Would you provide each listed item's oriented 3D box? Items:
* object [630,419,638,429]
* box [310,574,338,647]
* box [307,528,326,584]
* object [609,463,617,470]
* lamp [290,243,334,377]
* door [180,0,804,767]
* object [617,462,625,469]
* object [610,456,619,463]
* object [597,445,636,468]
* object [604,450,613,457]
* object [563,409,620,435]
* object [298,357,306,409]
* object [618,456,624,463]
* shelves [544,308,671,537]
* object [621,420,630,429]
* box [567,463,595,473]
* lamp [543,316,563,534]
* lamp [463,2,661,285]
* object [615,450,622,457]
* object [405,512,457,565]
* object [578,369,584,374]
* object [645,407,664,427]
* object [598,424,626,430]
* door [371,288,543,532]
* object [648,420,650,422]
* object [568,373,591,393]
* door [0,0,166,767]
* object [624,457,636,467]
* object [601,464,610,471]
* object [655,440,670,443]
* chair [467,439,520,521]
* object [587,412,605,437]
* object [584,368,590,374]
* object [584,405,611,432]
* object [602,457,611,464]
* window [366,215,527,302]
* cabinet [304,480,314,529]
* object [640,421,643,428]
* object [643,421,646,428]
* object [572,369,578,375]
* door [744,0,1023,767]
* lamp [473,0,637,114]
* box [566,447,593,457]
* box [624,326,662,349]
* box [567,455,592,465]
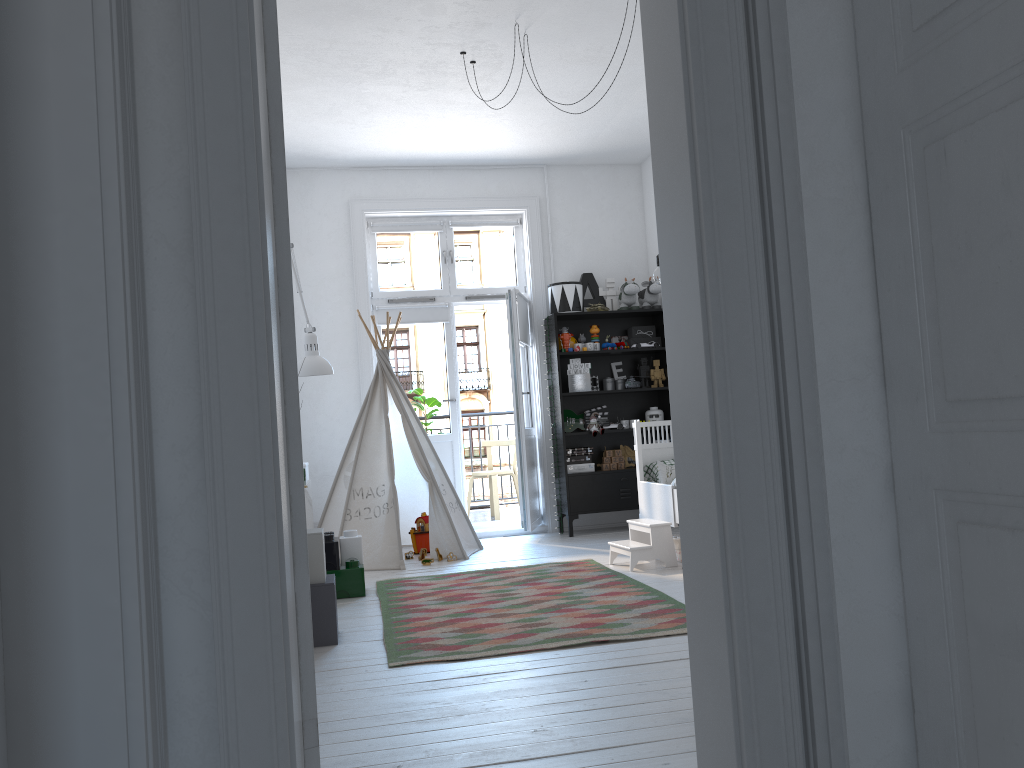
[{"bbox_3d":[0.944,0.309,6.838,0.067,0.067,0.067,-4,-3,3],"label":"object"},{"bbox_3d":[-0.861,0.951,3.695,0.254,0.259,0.251,-3,-3,-11],"label":"box"},{"bbox_3d":[-0.885,0.720,3.696,0.202,0.205,0.199,-3,-3,-11],"label":"box"},{"bbox_3d":[0.772,0.631,6.778,0.050,0.050,0.050,-4,-3,-6],"label":"object"},{"bbox_3d":[-1.096,-0.365,4.218,0.200,0.655,0.651,-5,-3,23],"label":"lamp"},{"bbox_3d":[-0.132,-0.148,2.055,1.022,2.176,1.041,-3,-3,-11],"label":"door"},{"bbox_3d":[0.837,0.627,6.790,0.050,0.050,0.050,-5,-3,19],"label":"object"},{"bbox_3d":[0.783,0.581,6.783,0.050,0.050,0.050,-3,-3,-11],"label":"object"},{"bbox_3d":[0.827,0.569,6.928,0.337,0.186,0.111,-4,-3,4],"label":"object"},{"bbox_3d":[0.739,0.534,6.790,0.050,0.050,0.050,-3,-3,-11],"label":"object"},{"bbox_3d":[0.622,0.305,6.965,0.542,0.239,0.093,-3,-3,-10],"label":"object"},{"bbox_3d":[-0.781,0.153,2.842,0.258,0.484,0.406,-3,-3,-12],"label":"object"},{"bbox_3d":[0.831,0.579,6.819,0.050,0.050,0.050,-3,-3,-11],"label":"object"},{"bbox_3d":[0.788,0.286,6.871,0.911,1.677,0.353,-3,-3,-11],"label":"shelves"},{"bbox_3d":[0.877,0.315,6.873,0.067,0.067,0.067,-4,-3,3],"label":"object"},{"bbox_3d":[0.510,0.644,6.818,0.215,0.062,0.179,-3,-3,-11],"label":"box"},{"bbox_3d":[0.751,0.288,6.929,0.985,1.683,0.095,-3,-3,-13],"label":"lamp"},{"bbox_3d":[0.210,-1.132,4.351,0.074,1.529,1.382,-2,-3,-36],"label":"lamp"},{"bbox_3d":[0.817,0.530,6.806,0.050,0.050,0.050,-4,-3,9],"label":"object"},{"bbox_3d":[-0.557,1.034,6.057,0.385,0.283,0.857,-3,-3,-19],"label":"object"},{"bbox_3d":[0.524,-0.094,6.745,0.040,0.040,0.040,-4,-3,4],"label":"object"},{"bbox_3d":[1.113,0.260,6.924,0.139,0.162,0.139,-2,-3,-36],"label":"object"},{"bbox_3d":[0.761,0.330,6.810,0.230,0.048,0.098,-5,-3,14],"label":"object"},{"bbox_3d":[-0.392,0.222,6.766,1.263,1.838,0.637,-3,-3,-9],"label":"door"},{"bbox_3d":[1.056,0.307,6.828,0.042,0.054,0.031,-6,-3,34],"label":"object"},{"bbox_3d":[0.517,-0.003,6.778,0.170,0.138,0.124,-4,-3,4],"label":"object"},{"bbox_3d":[-0.636,-0.173,0.929,0.261,2.176,0.982,-3,-3,-11],"label":"door"},{"bbox_3d":[0.962,0.594,7.042,0.347,0.120,0.034,-3,-3,-11],"label":"object"},{"bbox_3d":[0.714,0.634,6.767,0.050,0.050,0.050,-3,-3,-11],"label":"object"},{"bbox_3d":[1.171,0.536,6.905,0.132,0.199,0.267,-3,-3,-11],"label":"object"},{"bbox_3d":[-0.163,0.868,8.071,0.436,0.715,0.498,-6,-3,34],"label":"chair"},{"bbox_3d":[0.628,0.304,6.668,0.110,0.186,0.129,-3,-3,-24],"label":"object"},{"bbox_3d":[0.570,-0.097,6.742,0.040,0.040,0.040,-5,-3,19],"label":"object"},{"bbox_3d":[0.664,0.269,6.948,0.200,0.199,0.048,-3,-3,-11],"label":"object"},{"bbox_3d":[0.724,0.585,6.792,0.050,0.050,0.050,-3,-3,-11],"label":"object"},{"bbox_3d":[-0.514,-1.007,7.065,1.263,0.660,0.101,-3,-3,-11],"label":"window"},{"bbox_3d":[-1.080,0.721,4.328,0.182,0.454,0.970,-3,-3,-11],"label":"cabinet"},{"bbox_3d":[0.989,0.310,6.792,0.031,0.054,0.042,-6,-3,39],"label":"object"},{"bbox_3d":[1.021,0.311,6.852,0.042,0.054,0.031,-3,-3,-11],"label":"object"},{"bbox_3d":[0.481,-0.090,6.756,0.040,0.040,0.040,-4,-3,-6],"label":"object"},{"bbox_3d":[0.691,-0.244,1.306,0.261,2.176,0.982,-3,-3,-11],"label":"door"},{"bbox_3d":[0.258,-1.129,4.481,0.074,1.529,1.382,-2,-3,-36],"label":"lamp"},{"bbox_3d":[0.501,0.522,6.825,0.215,0.062,0.179,-3,-3,-11],"label":"box"},{"bbox_3d":[1.036,-0.360,7.001,0.251,0.189,0.179,-3,-3,-11],"label":"box"},{"bbox_3d":[0.487,0.584,6.818,0.215,0.062,0.179,-3,-3,-11],"label":"box"}]
